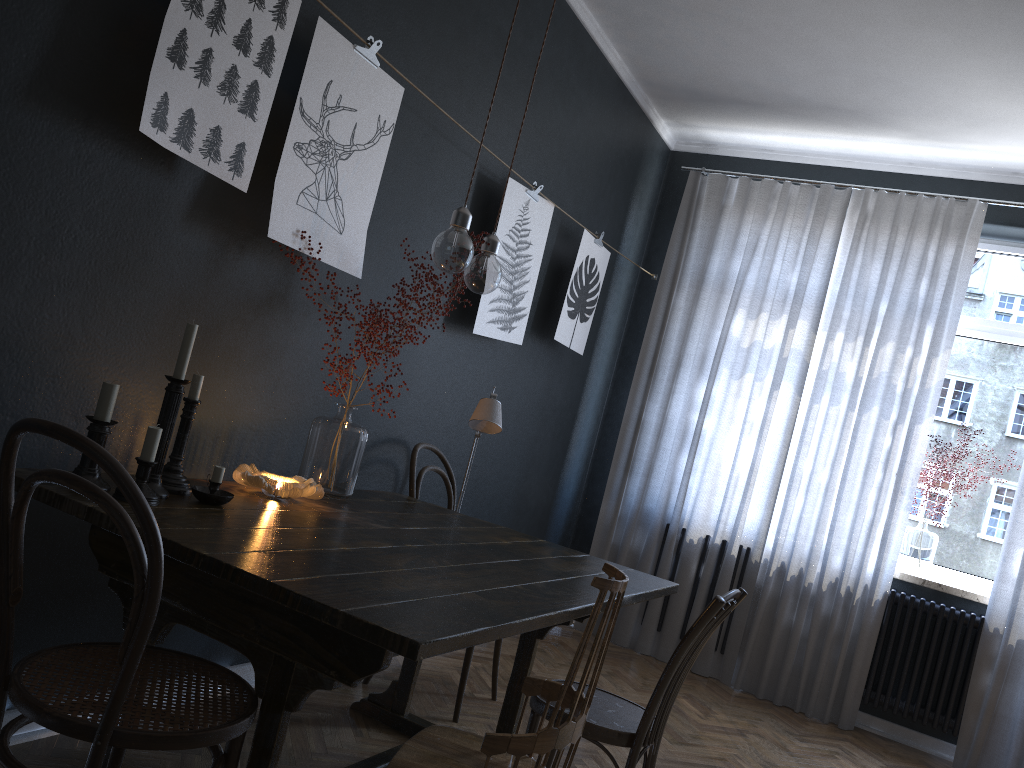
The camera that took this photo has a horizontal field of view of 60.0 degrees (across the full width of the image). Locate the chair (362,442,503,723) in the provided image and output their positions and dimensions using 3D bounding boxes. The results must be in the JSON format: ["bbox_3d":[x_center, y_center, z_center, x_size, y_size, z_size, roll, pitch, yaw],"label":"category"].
[{"bbox_3d":[-0.223,0.738,3.440,0.548,0.920,0.438,14,-1,24],"label":"chair"}]

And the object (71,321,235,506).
[{"bbox_3d":[-0.784,0.053,2.046,0.223,0.419,0.369,14,-2,28],"label":"object"}]

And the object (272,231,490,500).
[{"bbox_3d":[-0.473,-0.105,2.780,0.639,0.930,0.556,15,-1,-3],"label":"object"}]

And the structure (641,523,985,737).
[{"bbox_3d":[1.603,1.276,4.738,1.843,0.600,0.216,14,-2,26],"label":"structure"}]

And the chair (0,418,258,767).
[{"bbox_3d":[-0.718,0.543,1.612,0.437,0.920,0.550,14,-2,29],"label":"chair"}]

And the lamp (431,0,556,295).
[{"bbox_3d":[0.516,-0.936,1.973,0.584,1.574,1.588,15,-2,-32],"label":"lamp"}]

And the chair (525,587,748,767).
[{"bbox_3d":[0.286,0.885,2.406,0.466,0.819,0.363,14,-1,26],"label":"chair"}]

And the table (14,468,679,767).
[{"bbox_3d":[-0.384,0.758,2.364,1.124,0.727,1.607,14,-2,27],"label":"table"}]

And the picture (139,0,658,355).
[{"bbox_3d":[-0.163,-0.616,3.416,0.057,0.771,4.466,14,-2,27],"label":"picture"}]

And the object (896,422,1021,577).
[{"bbox_3d":[2.201,0.601,4.580,0.514,0.809,0.599,15,-1,1],"label":"object"}]

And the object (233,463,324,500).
[{"bbox_3d":[-0.650,0.281,2.468,0.252,0.072,0.254,13,-2,33],"label":"object"}]

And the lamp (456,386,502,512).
[{"bbox_3d":[-0.244,0.523,3.320,0.242,1.069,0.799,15,-1,-19],"label":"lamp"}]

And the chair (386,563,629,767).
[{"bbox_3d":[-0.037,0.767,1.846,0.383,0.856,0.456,14,-1,12],"label":"chair"}]

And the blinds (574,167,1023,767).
[{"bbox_3d":[2.419,0.489,4.392,3.986,2.788,0.313,14,-1,26],"label":"blinds"}]
